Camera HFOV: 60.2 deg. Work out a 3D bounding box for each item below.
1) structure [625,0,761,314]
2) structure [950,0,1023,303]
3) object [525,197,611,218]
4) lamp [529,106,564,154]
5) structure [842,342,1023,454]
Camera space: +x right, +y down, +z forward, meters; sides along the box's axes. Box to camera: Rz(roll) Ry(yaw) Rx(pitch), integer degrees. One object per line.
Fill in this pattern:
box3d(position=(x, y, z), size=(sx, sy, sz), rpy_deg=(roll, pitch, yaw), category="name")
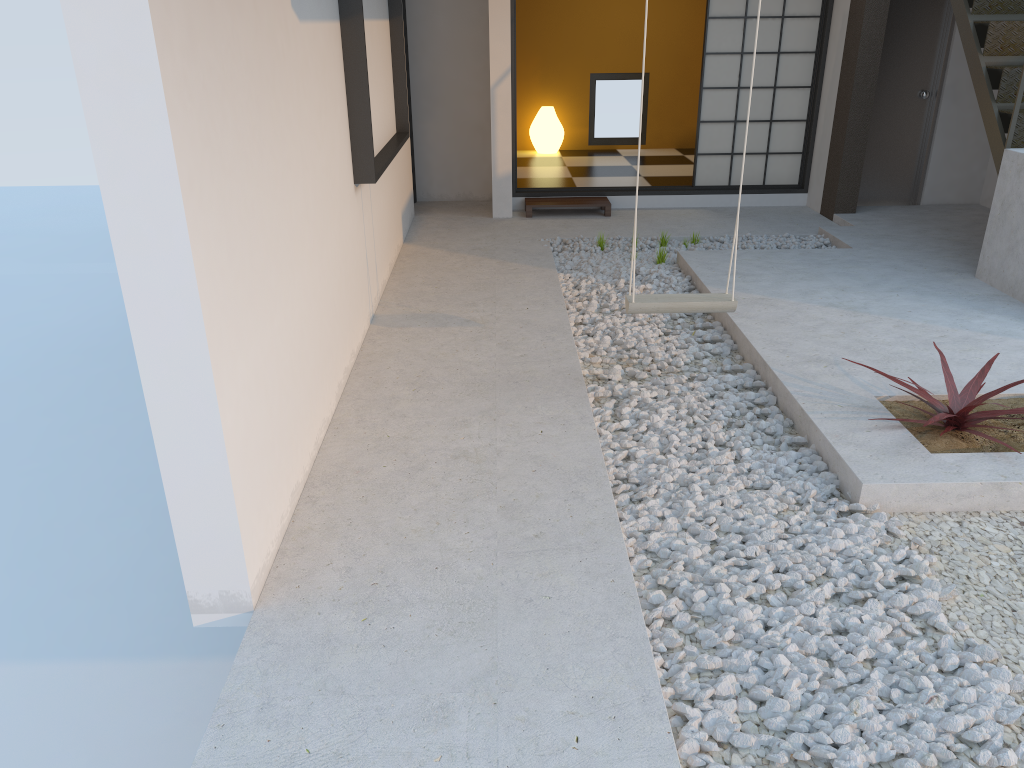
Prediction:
box3d(position=(0.717, -1.183, 3.406), size=(0.462, 1.938, 0.124), rpy_deg=(-1, 26, -1), category="structure")
box3d(position=(3.289, -3.352, 6.482), size=(1.158, 4.097, 6.311), rpy_deg=(-1, 23, -1), category="structure")
box3d(position=(0.465, -1.493, 7.443), size=(0.703, 0.105, 0.337), rpy_deg=(-1, 23, -1), category="object")
box3d(position=(0.385, -2.804, 9.787), size=(0.386, 0.519, 0.381), rpy_deg=(-6, 25, -11), category="lamp")
box3d(position=(1.941, 0.086, 3.377), size=(1.203, 0.303, 0.719), rpy_deg=(-1, 23, -1), category="structure")
